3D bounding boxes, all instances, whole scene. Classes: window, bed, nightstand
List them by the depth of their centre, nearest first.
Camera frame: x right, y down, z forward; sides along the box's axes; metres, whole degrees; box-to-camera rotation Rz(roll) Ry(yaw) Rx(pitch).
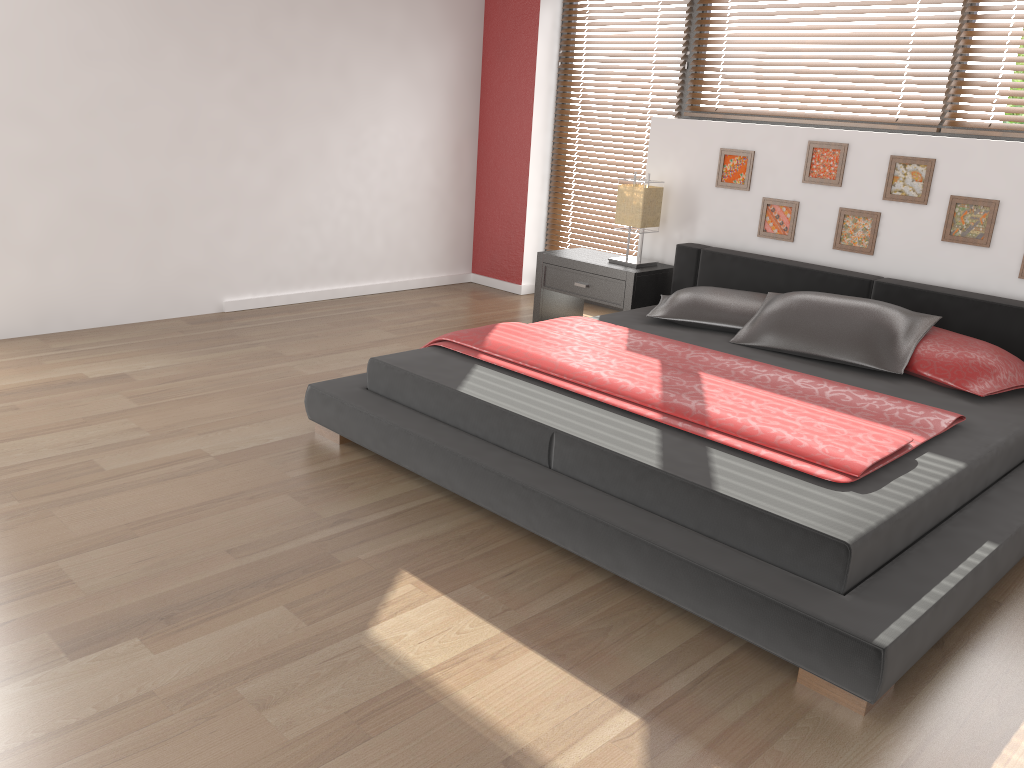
[{"bbox_3d":[0.763,-0.059,3.444,2.413,0.577,2.469,-14,24,-43],"label":"bed"},{"bbox_3d":[2.071,-1.592,4.047,0.020,0.786,2.817,-14,24,-43],"label":"window"},{"bbox_3d":[0.515,-0.499,5.044,0.413,0.423,0.700,-14,24,-43],"label":"nightstand"},{"bbox_3d":[0.659,-1.571,5.501,0.020,1.893,0.889,-14,24,-43],"label":"window"}]

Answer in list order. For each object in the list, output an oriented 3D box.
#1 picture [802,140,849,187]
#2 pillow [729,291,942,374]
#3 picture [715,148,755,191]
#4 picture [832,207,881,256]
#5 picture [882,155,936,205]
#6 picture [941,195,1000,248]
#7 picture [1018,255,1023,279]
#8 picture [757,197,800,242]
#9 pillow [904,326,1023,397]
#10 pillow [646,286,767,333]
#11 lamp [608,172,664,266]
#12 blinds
[{"bbox_3d":[1.500,-1.057,4.251,0.010,0.200,0.200,-14,24,-43],"label":"picture"},{"bbox_3d":[1.318,-0.243,3.671,0.744,0.241,0.386,18,22,37],"label":"pillow"},{"bbox_3d":[1.154,-1.111,4.593,0.010,0.200,0.200,-14,24,-43],"label":"picture"},{"bbox_3d":[1.631,-0.724,4.200,0.010,0.200,0.200,-14,24,-43],"label":"picture"},{"bbox_3d":[1.786,-0.919,3.992,0.010,0.200,0.200,-14,24,-43],"label":"picture"},{"bbox_3d":[1.984,-0.706,3.842,0.010,0.200,0.200,-14,24,-43],"label":"picture"},{"bbox_3d":[2.216,-0.517,3.650,0.010,0.200,0.200,-14,24,-43],"label":"picture"},{"bbox_3d":[1.341,-0.829,4.471,0.010,0.200,0.200,-14,24,-43],"label":"picture"},{"bbox_3d":[1.695,-0.116,3.519,0.418,0.172,0.745,-5,19,-26],"label":"pillow"},{"bbox_3d":[1.014,-0.338,4.085,0.745,0.172,0.418,10,18,18],"label":"pillow"},{"bbox_3d":[0.684,-0.905,4.828,0.200,0.480,0.200,-14,24,-43],"label":"lamp"},{"bbox_3d":[1.984,-1.030,4.176,0.032,1.952,4.840,-14,24,-43],"label":"blinds"}]
